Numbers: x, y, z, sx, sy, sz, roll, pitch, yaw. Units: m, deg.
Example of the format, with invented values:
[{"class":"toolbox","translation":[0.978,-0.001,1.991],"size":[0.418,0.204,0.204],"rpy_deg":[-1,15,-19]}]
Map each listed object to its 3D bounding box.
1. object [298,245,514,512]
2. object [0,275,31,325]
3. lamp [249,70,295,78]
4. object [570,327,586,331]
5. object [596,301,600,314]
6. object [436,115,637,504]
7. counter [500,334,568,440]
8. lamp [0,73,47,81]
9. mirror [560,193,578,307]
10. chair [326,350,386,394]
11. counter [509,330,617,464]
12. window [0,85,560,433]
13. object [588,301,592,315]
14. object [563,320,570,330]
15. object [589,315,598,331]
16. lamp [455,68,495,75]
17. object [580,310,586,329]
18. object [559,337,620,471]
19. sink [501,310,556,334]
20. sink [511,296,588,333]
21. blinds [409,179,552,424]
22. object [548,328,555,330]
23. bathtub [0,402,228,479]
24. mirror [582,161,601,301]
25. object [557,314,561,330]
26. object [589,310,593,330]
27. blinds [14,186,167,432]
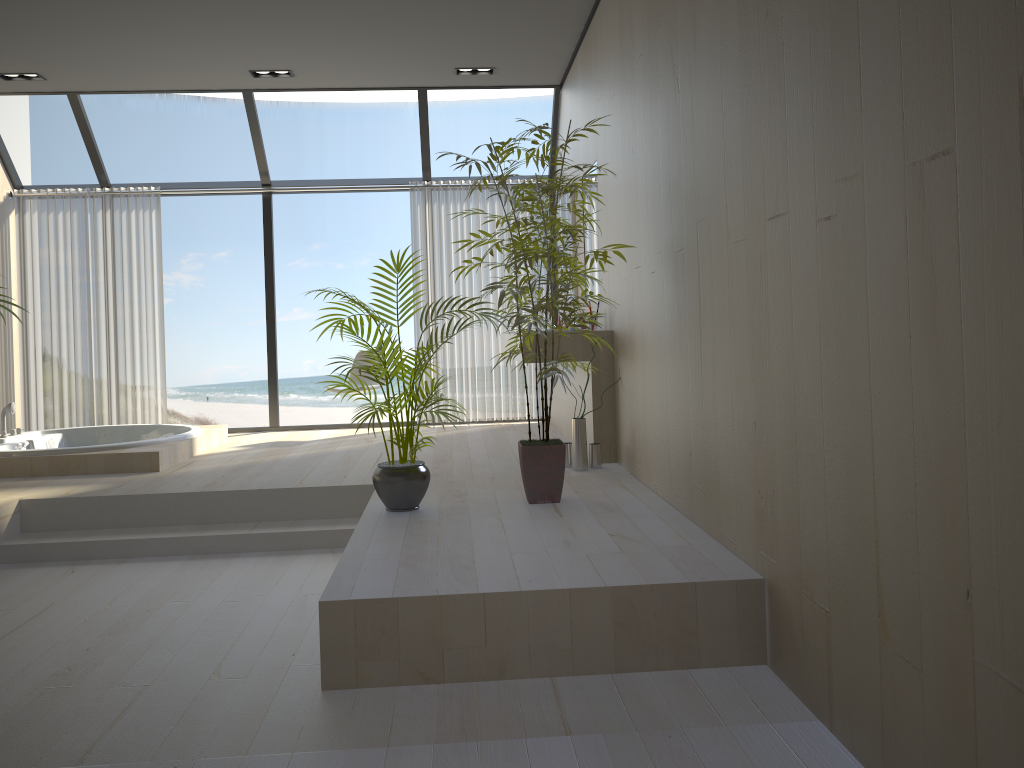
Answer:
[{"class":"object","translation":[-0.555,-0.018,3.977],"size":[0.915,1.157,0.752],"rpy_deg":[-1,1,30]},{"class":"object","translation":[-2.713,-0.034,3.919],"size":[1.065,1.345,0.873],"rpy_deg":[-2,1,-15]},{"class":"lamp","translation":[-1.777,-2.345,6.548],"size":[0.301,0.112,0.164],"rpy_deg":[-2,2,-4]},{"class":"object","translation":[0.395,-0.331,5.315],"size":[0.104,0.029,0.033],"rpy_deg":[0,3,36]},{"class":"object","translation":[0.500,-0.406,5.294],"size":[0.054,0.175,0.012],"rpy_deg":[-2,0,21]},{"class":"object","translation":[0.179,-0.334,4.069],"size":[0.786,1.756,0.936],"rpy_deg":[-2,1,21]},{"class":"counter","translation":[0.225,-0.008,6.954],"size":[0.550,0.790,1.206],"rpy_deg":[-2,2,-4]},{"class":"lamp","translation":[-3.571,-2.281,6.428],"size":[0.301,0.112,0.164],"rpy_deg":[-2,2,-4]},{"class":"mirror","translation":[0.441,-1.046,6.890],"size":[0.023,0.868,0.654],"rpy_deg":[-2,1,-4]},{"class":"chair","translation":[-1.247,-0.095,7.196],"size":[0.369,0.347,0.455],"rpy_deg":[-1,2,25]},{"class":"counter","translation":[0.306,0.058,5.751],"size":[0.550,0.790,1.206],"rpy_deg":[-2,2,-4]},{"class":"window","translation":[-1.867,-0.991,7.317],"size":[4.560,2.814,0.745],"rpy_deg":[-2,0,-4]},{"class":"object","translation":[0.468,-0.405,5.276],"size":[0.012,0.178,0.050],"rpy_deg":[-2,0,35]},{"class":"object","translation":[0.406,-0.430,6.503],"size":[0.058,0.100,0.058],"rpy_deg":[-2,1,3]},{"class":"object","translation":[0.487,-0.365,5.300],"size":[0.058,0.100,0.058],"rpy_deg":[-2,1,7]},{"class":"lamp","translation":[-0.281,-2.399,6.649],"size":[0.301,0.112,0.164],"rpy_deg":[-2,2,-4]},{"class":"object","translation":[0.433,-0.385,5.386],"size":[0.039,0.135,0.039],"rpy_deg":[-2,0,38]},{"class":"object","translation":[0.470,0.110,5.023],"size":[0.407,0.749,0.274],"rpy_deg":[-2,0,-16]},{"class":"sink","translation":[0.166,-0.419,6.919],"size":[0.504,0.419,0.574],"rpy_deg":[-2,2,0]},{"class":"sink","translation":[0.247,-0.353,5.715],"size":[0.504,0.419,0.574],"rpy_deg":[-2,2,0]},{"class":"blinds","translation":[-0.255,-0.718,7.617],"size":[1.183,2.071,0.084],"rpy_deg":[-2,0,-4]},{"class":"object","translation":[0.314,-0.397,6.519],"size":[0.104,0.029,0.033],"rpy_deg":[0,3,36]},{"class":"bathtub","translation":[-3.112,0.470,6.156],"size":[1.821,0.698,1.649],"rpy_deg":[-2,3,-4]},{"class":"mirror","translation":[0.538,-0.991,5.858],"size":[0.023,0.868,0.654],"rpy_deg":[-2,1,-4]},{"class":"object","translation":[0.352,-0.451,6.589],"size":[0.039,0.135,0.039],"rpy_deg":[-2,0,45]},{"class":"object","translation":[0.493,-0.393,5.482],"size":[0.039,0.135,0.039],"rpy_deg":[-2,0,38]},{"class":"blinds","translation":[-3.500,-0.601,7.398],"size":[1.183,2.071,0.084],"rpy_deg":[-2,0,-4]}]
